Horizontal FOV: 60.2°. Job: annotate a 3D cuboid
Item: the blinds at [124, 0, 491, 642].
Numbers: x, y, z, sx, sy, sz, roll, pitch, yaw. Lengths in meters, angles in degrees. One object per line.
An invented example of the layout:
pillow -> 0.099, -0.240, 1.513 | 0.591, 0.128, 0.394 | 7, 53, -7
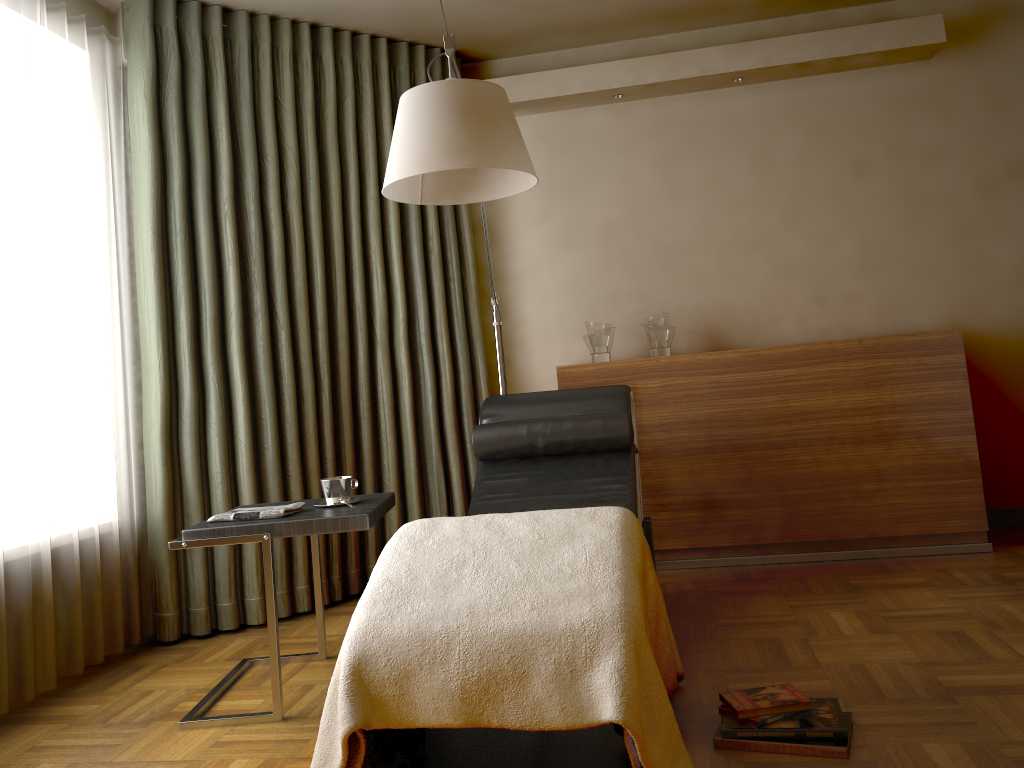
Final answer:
blinds -> -0.790, -0.339, 3.775 | 1.535, 2.470, 0.222 | -2, -6, -35

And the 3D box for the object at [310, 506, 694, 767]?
object -> -0.007, 0.591, 2.103 | 0.916, 0.524, 0.906 | -5, -1, 10

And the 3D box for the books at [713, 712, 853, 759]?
books -> 0.612, 0.778, 1.985 | 0.279, 0.022, 0.200 | -5, 0, 24

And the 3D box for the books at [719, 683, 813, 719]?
books -> 0.576, 0.722, 2.015 | 0.173, 0.018, 0.123 | -5, 0, -6

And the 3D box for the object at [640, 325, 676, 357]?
object -> 0.661, -0.198, 3.962 | 0.155, 0.155, 0.155 | -5, -3, 0

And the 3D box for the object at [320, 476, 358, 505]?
object -> -0.534, 0.328, 2.710 | 0.097, 0.079, 0.110 | -5, -2, 11

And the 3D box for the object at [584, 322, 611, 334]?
object -> 0.394, -0.213, 4.008 | 0.122, 0.151, 0.122 | -5, -3, -9

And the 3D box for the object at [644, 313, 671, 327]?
object -> 0.658, -0.237, 3.966 | 0.123, 0.151, 0.121 | -4, -3, -11

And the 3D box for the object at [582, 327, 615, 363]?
object -> 0.398, -0.175, 4.005 | 0.156, 0.155, 0.154 | -3, -3, -34

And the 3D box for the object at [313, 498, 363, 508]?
object -> -0.532, 0.364, 2.700 | 0.149, 0.009, 0.149 | -5, 0, 15

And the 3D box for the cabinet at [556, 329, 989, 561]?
cabinet -> 1.085, 0.277, 3.900 | 1.671, 0.869, 0.413 | -5, -4, 9

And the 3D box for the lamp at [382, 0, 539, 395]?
lamp -> 0.003, -0.105, 2.971 | 0.451, 1.981, 1.409 | -6, -4, 13

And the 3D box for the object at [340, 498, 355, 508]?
object -> -0.485, 0.353, 2.612 | 0.029, 0.020, 0.123 | -4, 0, -22

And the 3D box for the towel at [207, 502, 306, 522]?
towel -> -0.740, 0.378, 2.590 | 0.240, 0.035, 0.178 | -5, 0, 13

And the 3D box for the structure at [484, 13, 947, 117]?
structure -> 0.865, -1.481, 4.206 | 2.175, 0.131, 0.272 | -5, -1, 9

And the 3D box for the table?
table -> -0.646, 0.401, 2.671 | 0.517, 0.045, 0.497 | -5, 0, 1

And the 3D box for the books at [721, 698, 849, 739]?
books -> 0.611, 0.757, 2.003 | 0.264, 0.020, 0.188 | -5, 0, 14

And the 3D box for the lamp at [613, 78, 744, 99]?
lamp -> 0.520, -1.396, 4.247 | 1.155, 0.028, 0.050 | -5, -1, 9

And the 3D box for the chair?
chair -> 0.083, 0.433, 2.633 | 0.634, 0.802, 1.782 | -6, -1, 9

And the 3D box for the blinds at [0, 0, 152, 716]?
blinds -> -1.607, -0.204, 2.299 | 0.092, 2.306, 2.187 | -6, -3, 10

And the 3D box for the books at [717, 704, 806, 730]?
books -> 0.577, 0.740, 2.021 | 0.173, 0.018, 0.122 | -5, 0, -31
